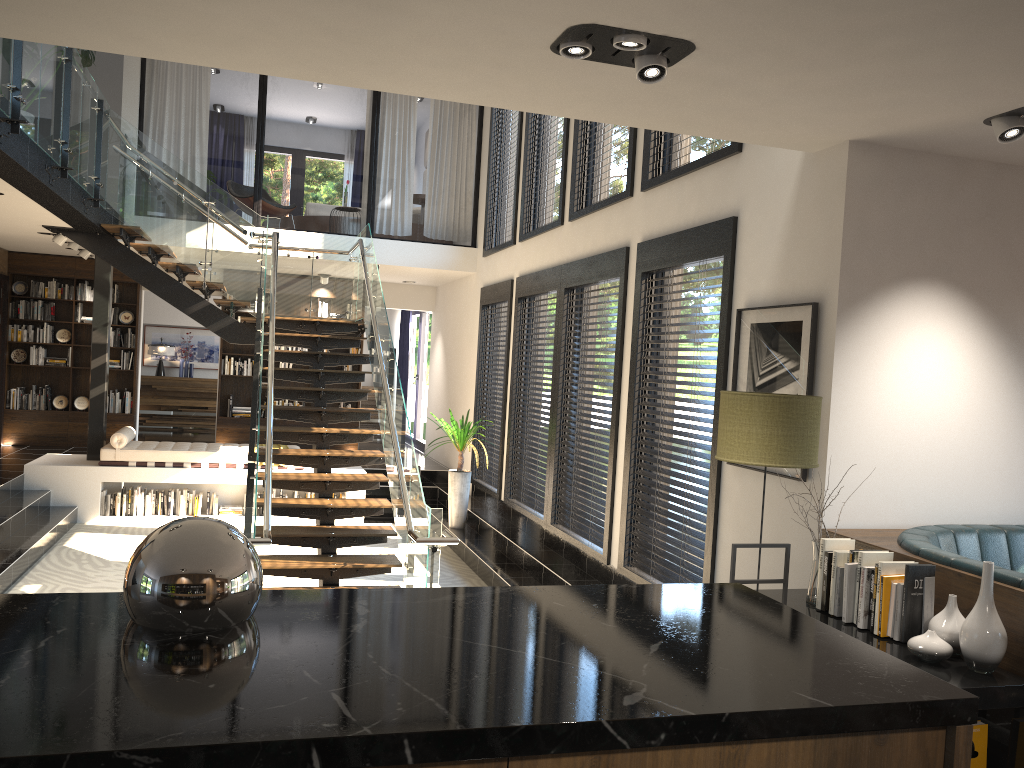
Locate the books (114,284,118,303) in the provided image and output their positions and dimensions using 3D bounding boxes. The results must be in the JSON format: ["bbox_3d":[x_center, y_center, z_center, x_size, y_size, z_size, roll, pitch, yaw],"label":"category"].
[{"bbox_3d":[-5.688,-1.293,12.751,0.013,0.262,0.217,3,2,-16],"label":"books"}]

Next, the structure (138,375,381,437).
[{"bbox_3d":[-5.467,0.388,16.524,6.277,0.982,0.885,3,2,-16],"label":"structure"}]

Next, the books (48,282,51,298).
[{"bbox_3d":[-6.501,-1.319,12.503,0.039,0.230,0.205,3,2,-16],"label":"books"}]

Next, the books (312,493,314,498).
[{"bbox_3d":[-2.465,1.468,10.921,0.021,0.302,0.167,3,2,-16],"label":"books"}]

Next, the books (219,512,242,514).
[{"bbox_3d":[-3.386,1.536,10.676,0.261,0.024,0.167,3,1,-20],"label":"books"}]

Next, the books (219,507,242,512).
[{"bbox_3d":[-3.386,1.511,10.680,0.274,0.025,0.156,3,1,-19],"label":"books"}]

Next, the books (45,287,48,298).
[{"bbox_3d":[-6.543,-1.284,12.511,0.035,0.156,0.186,3,2,-16],"label":"books"}]

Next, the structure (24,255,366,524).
[{"bbox_3d":[-3.706,-0.006,10.890,3.782,3.246,1.148,3,2,-16],"label":"structure"}]

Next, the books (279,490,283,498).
[{"bbox_3d":[-2.823,1.442,10.820,0.033,0.318,0.152,3,2,-16],"label":"books"}]

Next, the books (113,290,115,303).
[{"bbox_3d":[-5.716,-1.257,12.768,0.027,0.186,0.220,3,2,-16],"label":"books"}]

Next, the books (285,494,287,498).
[{"bbox_3d":[-2.761,1.476,10.823,0.019,0.256,0.186,3,2,-16],"label":"books"}]

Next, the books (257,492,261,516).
[{"bbox_3d":[-3.067,1.454,10.740,0.029,0.268,0.173,3,2,-16],"label":"books"}]

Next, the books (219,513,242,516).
[{"bbox_3d":[-3.388,1.560,10.677,0.257,0.024,0.167,3,1,-16],"label":"books"}]

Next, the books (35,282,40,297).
[{"bbox_3d":[-6.664,-1.324,12.471,0.026,0.222,0.202,3,2,-16],"label":"books"}]

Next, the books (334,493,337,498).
[{"bbox_3d":[-2.200,1.496,10.991,0.030,0.273,0.185,3,2,-16],"label":"books"}]

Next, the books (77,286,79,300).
[{"bbox_3d":[-6.158,-1.288,12.614,0.021,0.204,0.224,3,2,-16],"label":"books"}]

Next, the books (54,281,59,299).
[{"bbox_3d":[-6.439,-1.324,12.533,0.020,0.245,0.228,3,2,-16],"label":"books"}]

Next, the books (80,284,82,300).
[{"bbox_3d":[-6.107,-1.299,12.620,0.014,0.231,0.280,3,2,-16],"label":"books"}]

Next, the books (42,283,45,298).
[{"bbox_3d":[-6.592,-1.315,12.506,0.014,0.212,0.184,3,2,-16],"label":"books"}]

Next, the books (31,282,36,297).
[{"bbox_3d":[-6.700,-1.322,12.434,0.024,0.216,0.210,3,2,-16],"label":"books"}]

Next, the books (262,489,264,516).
[{"bbox_3d":[-3.011,1.438,10.768,0.035,0.305,0.151,3,2,-16],"label":"books"}]

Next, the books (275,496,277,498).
[{"bbox_3d":[-2.886,1.484,10.827,0.026,0.226,0.132,3,2,-16],"label":"books"}]

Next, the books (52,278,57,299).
[{"bbox_3d":[-6.447,-1.340,12.504,0.012,0.278,0.227,3,2,-16],"label":"books"}]

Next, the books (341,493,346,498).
[{"bbox_3d":[-2.102,1.506,11.000,0.037,0.264,0.272,3,2,-16],"label":"books"}]

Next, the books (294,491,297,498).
[{"bbox_3d":[-2.657,1.453,10.868,0.027,0.312,0.189,3,2,-16],"label":"books"}]

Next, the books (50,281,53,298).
[{"bbox_3d":[-6.466,-1.322,12.500,0.025,0.239,0.220,3,2,-16],"label":"books"}]

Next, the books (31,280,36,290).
[{"bbox_3d":[-6.729,-1.333,12.464,0.017,0.234,0.199,3,2,-16],"label":"books"}]

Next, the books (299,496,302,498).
[{"bbox_3d":[-2.597,1.498,10.870,0.032,0.229,0.228,3,2,-16],"label":"books"}]

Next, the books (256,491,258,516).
[{"bbox_3d":[-3.102,1.444,10.756,0.030,0.284,0.176,3,2,-16],"label":"books"}]

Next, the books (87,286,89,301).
[{"bbox_3d":[-6.041,-1.288,12.663,0.019,0.216,0.214,3,2,-16],"label":"books"}]

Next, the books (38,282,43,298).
[{"bbox_3d":[-6.625,-1.319,12.490,0.059,0.216,0.159,3,2,-16],"label":"books"}]

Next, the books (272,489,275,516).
[{"bbox_3d":[-2.908,1.433,10.810,0.029,0.326,0.152,3,2,-16],"label":"books"}]

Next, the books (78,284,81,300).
[{"bbox_3d":[-6.135,-1.304,12.633,0.033,0.237,0.231,3,2,-16],"label":"books"}]

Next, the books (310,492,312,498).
[{"bbox_3d":[-2.486,1.477,10.912,0.023,0.283,0.175,3,2,-16],"label":"books"}]

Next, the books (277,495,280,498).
[{"bbox_3d":[-2.856,1.483,10.817,0.028,0.231,0.158,3,2,-16],"label":"books"}]

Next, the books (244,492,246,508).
[{"bbox_3d":[-3.227,1.448,10.727,0.026,0.263,0.156,3,2,-16],"label":"books"}]

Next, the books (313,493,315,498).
[{"bbox_3d":[-2.443,1.478,10.925,0.025,0.285,0.164,3,2,-16],"label":"books"}]

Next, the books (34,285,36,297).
[{"bbox_3d":[-6.693,-1.305,12.485,0.020,0.181,0.153,3,2,-16],"label":"books"}]

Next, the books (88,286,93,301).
[{"bbox_3d":[-6.024,-1.284,12.685,0.027,0.207,0.202,3,2,-16],"label":"books"}]

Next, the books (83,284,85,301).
[{"bbox_3d":[-6.075,-1.303,12.646,0.035,0.241,0.208,3,2,-16],"label":"books"}]

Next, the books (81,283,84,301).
[{"bbox_3d":[-6.093,-1.302,12.619,0.013,0.239,0.255,3,2,-16],"label":"books"}]

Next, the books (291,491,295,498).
[{"bbox_3d":[-2.706,1.459,10.869,0.066,0.294,0.142,3,2,-16],"label":"books"}]

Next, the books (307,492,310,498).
[{"bbox_3d":[-2.506,1.450,10.895,0.028,0.334,0.205,3,2,-16],"label":"books"}]

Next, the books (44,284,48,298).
[{"bbox_3d":[-6.579,-1.310,12.528,0.025,0.203,0.156,3,2,-16],"label":"books"}]

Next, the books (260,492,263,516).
[{"bbox_3d":[-3.042,1.455,10.756,0.029,0.268,0.146,3,2,-16],"label":"books"}]

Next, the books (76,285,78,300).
[{"bbox_3d":[-6.192,-1.295,12.652,0.023,0.213,0.194,3,2,-16],"label":"books"}]

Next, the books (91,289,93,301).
[{"bbox_3d":[-5.995,-1.264,12.691,0.034,0.171,0.158,3,2,-16],"label":"books"}]

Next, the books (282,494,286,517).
[{"bbox_3d":[-2.788,1.476,10.815,0.036,0.253,0.177,3,2,-16],"label":"books"}]

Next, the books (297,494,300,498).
[{"bbox_3d":[-2.634,1.482,10.890,0.030,0.257,0.160,3,2,-16],"label":"books"}]

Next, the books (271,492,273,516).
[{"bbox_3d":[-2.930,1.460,10.784,0.027,0.270,0.187,3,2,-16],"label":"books"}]

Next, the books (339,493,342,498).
[{"bbox_3d":[-2.150,1.491,11.024,0.043,0.287,0.147,3,2,-16],"label":"books"}]

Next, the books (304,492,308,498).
[{"bbox_3d":[-2.543,1.473,10.920,0.026,0.284,0.177,3,2,-16],"label":"books"}]

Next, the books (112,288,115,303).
[{"bbox_3d":[-5.752,-1.275,12.784,0.037,0.218,0.144,3,2,-16],"label":"books"}]

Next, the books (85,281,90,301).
[{"bbox_3d":[-6.039,-1.318,12.608,0.011,0.276,0.287,3,2,-16],"label":"books"}]
